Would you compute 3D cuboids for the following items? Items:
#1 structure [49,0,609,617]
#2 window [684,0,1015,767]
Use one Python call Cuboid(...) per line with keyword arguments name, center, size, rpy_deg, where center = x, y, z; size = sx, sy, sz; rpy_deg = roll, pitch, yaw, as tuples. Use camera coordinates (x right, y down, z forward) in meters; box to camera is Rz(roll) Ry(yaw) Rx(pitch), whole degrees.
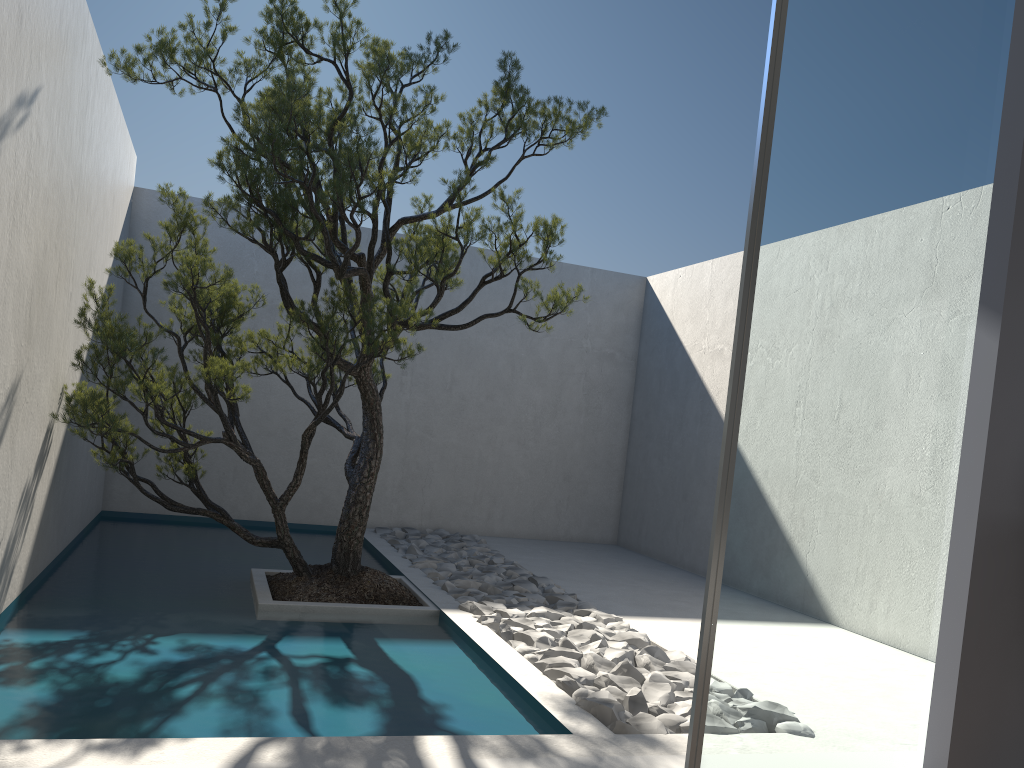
Cuboid(name="structure", center=(-1.095, -0.279, 5.020), size=(2.594, 3.472, 2.512), rpy_deg=(6, 0, -25))
Cuboid(name="window", center=(1.572, -0.107, 2.976), size=(1.889, 3.005, 0.021), rpy_deg=(6, 1, -19))
